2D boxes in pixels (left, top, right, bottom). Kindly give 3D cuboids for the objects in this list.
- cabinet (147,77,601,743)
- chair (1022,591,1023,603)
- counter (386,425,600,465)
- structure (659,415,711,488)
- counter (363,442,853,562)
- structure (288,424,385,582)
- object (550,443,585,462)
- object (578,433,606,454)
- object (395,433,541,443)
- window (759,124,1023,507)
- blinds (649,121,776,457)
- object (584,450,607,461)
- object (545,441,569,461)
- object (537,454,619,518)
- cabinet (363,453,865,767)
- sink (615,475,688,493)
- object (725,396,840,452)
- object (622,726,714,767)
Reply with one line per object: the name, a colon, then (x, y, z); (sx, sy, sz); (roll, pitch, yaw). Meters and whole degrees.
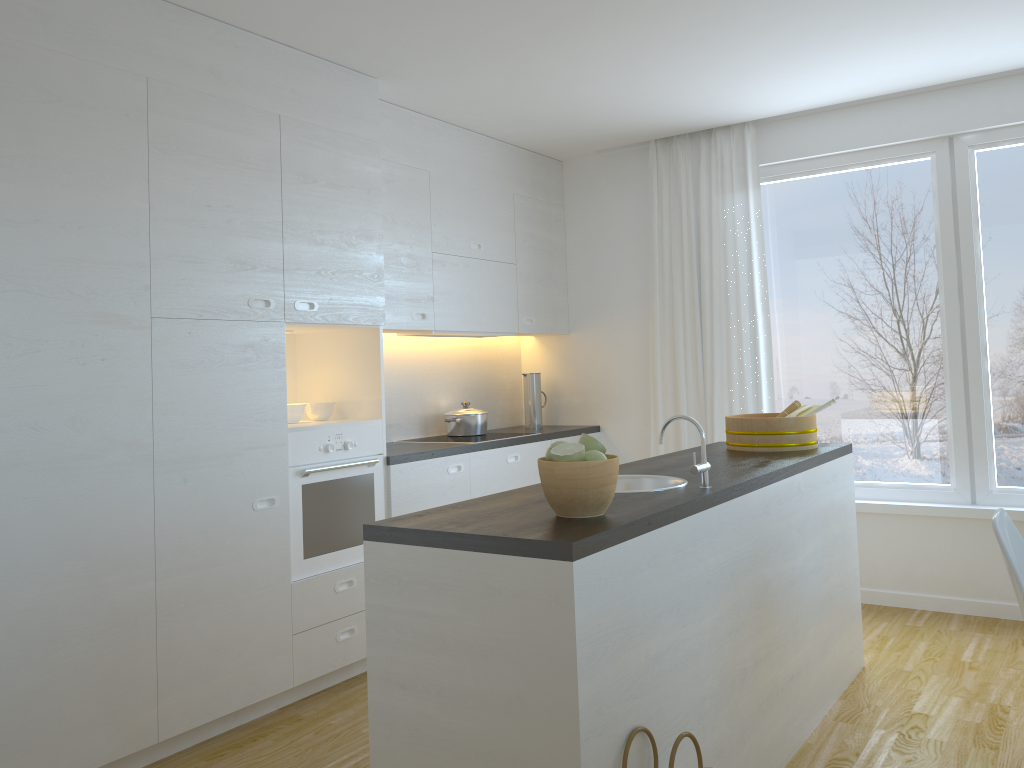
cabinet: (-0.542, 0.023, 4.524); (0.480, 2.307, 3.201); (-4, -1, 34)
chair: (1.189, 0.799, 1.450); (0.523, 0.904, 0.429); (-2, -2, 4)
counter: (-0.244, 0.327, 5.038); (0.599, 0.040, 2.001); (-2, 1, 34)
structure: (0.501, 0.201, 2.642); (0.162, 0.216, 0.097); (-3, -2, 34)
counter: (0.554, 0.322, 3.016); (0.600, 0.040, 2.401); (-2, 1, 34)
structure: (-0.734, 0.488, 3.797); (0.049, 0.597, 0.560); (-4, -2, 34)
object: (0.137, 0.181, 2.174); (0.084, 0.065, 0.085); (-2, -1, -44)
object: (0.206, 0.162, 2.283); (0.074, 0.072, 0.077); (-2, -1, -31)
object: (-0.245, 0.309, 5.044); (0.561, 0.013, 0.654); (-2, 1, 34)
window: (2.357, -0.341, 4.623); (2.722, 1.923, 0.088); (-2, -3, 34)
blinds: (1.127, -0.485, 5.228); (0.793, 2.166, 0.150); (-4, -3, 34)
object: (0.202, 0.207, 2.216); (0.081, 0.086, 0.097); (-2, -1, -1)
object: (0.134, 0.194, 2.262); (0.102, 0.099, 0.086); (-1, -1, -35)
object: (0.169, 0.256, 2.224); (0.205, 0.142, 0.205); (-2, 0, -4)
cabinet: (0.572, 0.798, 2.992); (0.599, 0.912, 2.401); (-3, 0, 34)
sink: (0.351, 0.387, 2.772); (0.404, 0.157, 0.403); (-2, 0, -14)
object: (1.131, 0.165, 3.808); (0.430, 0.215, 0.377); (-2, 0, -28)
object: (0.820, 1.013, 1.875); (1.189, 0.503, 0.470); (-2, -1, 12)
